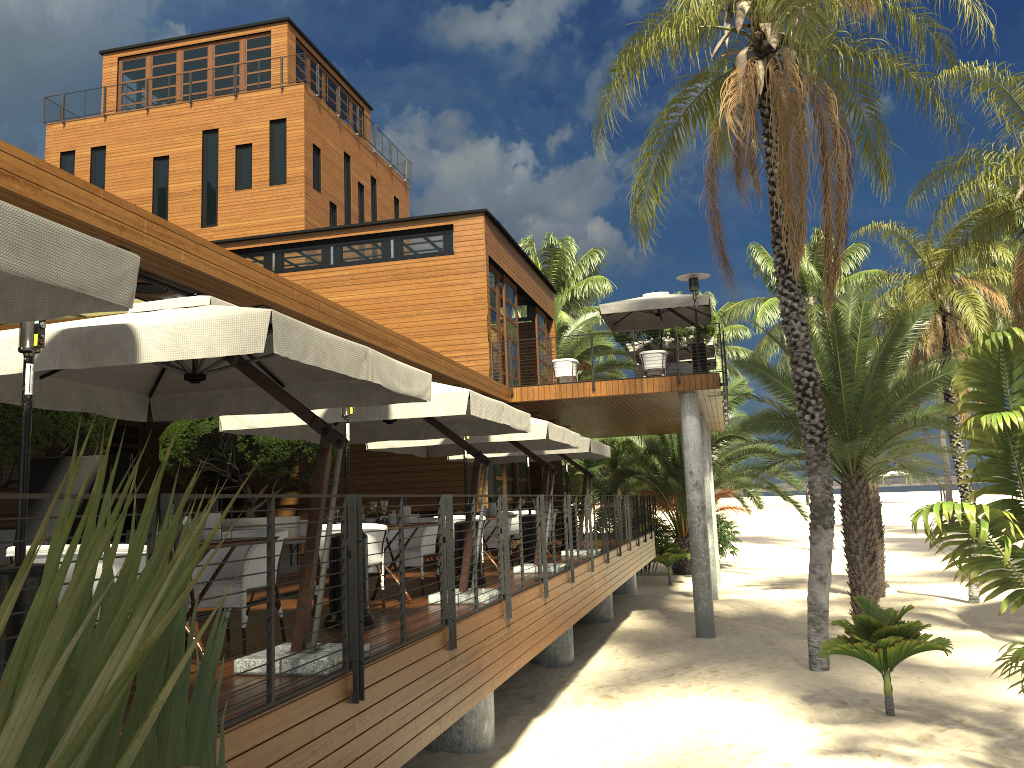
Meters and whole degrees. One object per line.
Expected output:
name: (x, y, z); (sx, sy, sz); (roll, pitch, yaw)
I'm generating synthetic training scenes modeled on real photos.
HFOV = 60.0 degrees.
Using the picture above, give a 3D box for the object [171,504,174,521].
object: (-2.026, 0.828, 5.272); (0.082, 0.227, 0.082); (-5, -9, 14)

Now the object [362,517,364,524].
object: (-1.484, 1.331, 8.599); (0.086, 0.086, 0.086); (-5, -9, 18)

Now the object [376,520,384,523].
object: (-1.275, 1.341, 8.565); (0.080, 0.042, 0.080); (1, -9, -25)

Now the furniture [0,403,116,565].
furniture: (-5.348, 0.949, 8.696); (2.569, 2.730, 2.712); (1, -9, -21)

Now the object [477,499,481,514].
object: (-0.428, 1.643, 11.761); (0.082, 0.227, 0.082); (-5, -9, 14)

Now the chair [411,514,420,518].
chair: (-1.978, 2.754, 15.962); (0.616, 0.790, 0.626); (3, -10, -30)

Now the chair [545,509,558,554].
chair: (0.535, 2.660, 16.024); (0.627, 0.790, 0.615); (-4, -9, 14)

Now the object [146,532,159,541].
object: (-2.173, 0.929, 5.338); (0.116, 0.065, 0.116); (-5, -8, 17)

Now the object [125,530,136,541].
object: (-2.284, 0.923, 5.349); (0.086, 0.086, 0.086); (-5, -9, 18)

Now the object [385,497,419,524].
object: (-1.100, 1.246, 8.745); (0.263, 0.265, 0.263); (3, -10, -31)

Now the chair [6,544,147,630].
chair: (-2.288, 1.235, 4.667); (0.627, 0.790, 0.615); (-4, -9, 14)

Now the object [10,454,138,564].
object: (-3.278, 1.244, 6.693); (0.768, 1.401, 0.769); (-2, -9, -2)

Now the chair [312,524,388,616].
chair: (-1.476, 1.650, 7.965); (0.627, 0.790, 0.615); (-4, -9, 14)

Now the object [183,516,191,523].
object: (-5.925, 2.431, 16.032); (0.263, 0.265, 0.263); (2, -9, -28)

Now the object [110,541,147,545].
object: (-2.163, 0.926, 5.173); (0.294, 0.025, 0.170); (-4, -8, 13)

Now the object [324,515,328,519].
object: (-3.273, 2.365, 15.685); (0.086, 0.086, 0.086); (-6, -9, 24)

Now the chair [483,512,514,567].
chair: (-0.275, 2.248, 12.739); (0.627, 0.790, 0.615); (-4, -9, 14)

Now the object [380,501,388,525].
object: (-1.226, 1.236, 8.522); (0.082, 0.227, 0.082); (-5, -9, 14)

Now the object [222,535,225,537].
object: (-2.064, 1.015, 5.856); (0.294, 0.025, 0.170); (-4, -8, 13)

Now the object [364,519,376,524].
object: (-1.372, 1.337, 8.588); (0.116, 0.065, 0.115); (-4, -8, 12)

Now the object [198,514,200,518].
object: (-5.757, 2.473, 16.279); (0.082, 0.227, 0.082); (5, -11, -38)

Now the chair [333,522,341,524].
chair: (-3.115, 2.852, 16.342); (0.627, 0.790, 0.615); (3, -10, -30)

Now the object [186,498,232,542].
object: (-1.900, 0.838, 5.495); (0.263, 0.265, 0.263); (3, -10, -31)

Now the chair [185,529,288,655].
chair: (-1.896, 1.421, 6.155); (0.627, 0.790, 0.615); (-4, -9, 14)

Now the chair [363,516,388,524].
chair: (-2.389, 2.622, 14.866); (0.627, 0.790, 0.615); (3, -10, -30)

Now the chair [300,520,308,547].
chair: (-3.601, 2.709, 15.141); (0.616, 0.790, 0.626); (3, -10, -30)

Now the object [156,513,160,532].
object: (-2.189, 0.901, 5.556); (0.168, 0.179, 0.162); (-4, -8, 11)

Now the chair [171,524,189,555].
chair: (-5.562, 2.800, 15.225); (0.627, 0.790, 0.615); (3, -10, -30)

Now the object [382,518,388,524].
object: (-1.256, 1.381, 8.948); (0.116, 0.065, 0.115); (-4, -8, 12)

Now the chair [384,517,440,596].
chair: (-1.070, 1.842, 9.510); (0.627, 0.790, 0.615); (-4, -9, 14)

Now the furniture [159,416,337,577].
furniture: (-4.053, 1.570, 13.664); (2.616, 2.730, 2.687); (-3, -8, 4)

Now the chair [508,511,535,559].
chair: (0.143, 2.475, 14.536); (0.627, 0.790, 0.615); (-4, -9, 14)

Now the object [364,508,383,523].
object: (-1.390, 1.309, 8.809); (0.163, 0.179, 0.167); (-5, -9, 15)

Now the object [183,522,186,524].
object: (-5.884, 2.501, 15.820); (0.116, 0.065, 0.115); (0, -8, -19)

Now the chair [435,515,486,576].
chair: (-0.666, 2.062, 11.251); (0.627, 0.790, 0.615); (-4, -9, 14)

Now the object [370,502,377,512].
object: (-1.410, 1.314, 9.040); (0.082, 0.227, 0.082); (-3, -9, 2)
